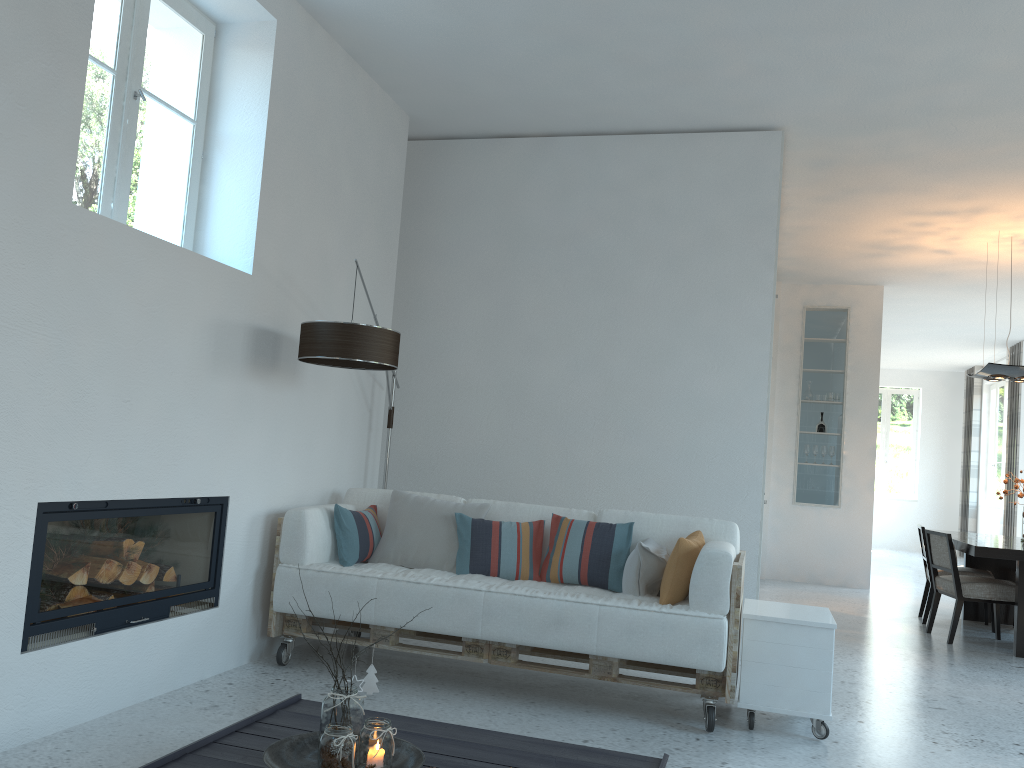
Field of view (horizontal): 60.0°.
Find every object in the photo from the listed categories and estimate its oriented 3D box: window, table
[{"bbox_3d":[7.604,0.905,13.732,0.073,2.007,1.985,3,-5,16],"label":"window"},{"bbox_3d":[3.878,1.585,6.794,1.086,0.735,2.201,3,-5,16],"label":"table"},{"bbox_3d":[1.502,-6.240,4.849,51.770,14.317,51.841,2,-5,27],"label":"window"},{"bbox_3d":[-0.308,1.138,2.266,1.269,0.218,1.259,3,-5,16],"label":"table"},{"bbox_3d":[-1.605,-1.187,3.704,0.072,1.225,1.118,3,-5,16],"label":"window"}]

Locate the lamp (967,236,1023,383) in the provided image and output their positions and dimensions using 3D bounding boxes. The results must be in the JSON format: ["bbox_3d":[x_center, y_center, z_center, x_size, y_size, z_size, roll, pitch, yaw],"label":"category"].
[{"bbox_3d":[4.135,-0.637,7.332,0.530,1.220,0.797,3,-5,16],"label":"lamp"}]

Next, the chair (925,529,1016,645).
[{"bbox_3d":[3.400,1.502,6.532,0.570,0.781,0.480,4,-4,6],"label":"chair"}]

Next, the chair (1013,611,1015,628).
[{"bbox_3d":[4.399,1.627,7.100,0.570,0.781,0.480,3,-5,16],"label":"chair"}]

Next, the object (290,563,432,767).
[{"bbox_3d":[-0.417,0.783,2.484,0.436,0.521,0.309,9,-6,-44],"label":"object"}]

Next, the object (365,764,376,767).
[{"bbox_3d":[-0.374,1.015,2.322,0.039,0.043,0.038,5,-5,-13],"label":"object"}]

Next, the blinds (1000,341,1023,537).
[{"bbox_3d":[7.040,1.046,12.414,0.140,3.228,0.777,3,-4,16],"label":"blinds"}]

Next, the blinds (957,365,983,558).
[{"bbox_3d":[7.796,1.332,15.091,0.140,3.228,0.777,3,-4,16],"label":"blinds"}]

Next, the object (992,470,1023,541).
[{"bbox_3d":[4.172,0.980,7.281,0.317,0.600,0.542,5,-5,-13],"label":"object"}]

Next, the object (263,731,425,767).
[{"bbox_3d":[-0.450,1.016,2.382,0.430,0.038,0.429,8,-6,-34],"label":"object"}]

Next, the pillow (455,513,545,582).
[{"bbox_3d":[-0.064,0.829,4.459,0.478,0.322,0.204,5,-4,-2],"label":"pillow"}]

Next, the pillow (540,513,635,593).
[{"bbox_3d":[0.367,0.834,4.393,0.489,0.349,0.197,3,-4,13],"label":"pillow"}]

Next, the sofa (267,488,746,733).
[{"bbox_3d":[-0.009,1.012,4.350,2.194,0.853,0.872,3,-5,16],"label":"sofa"}]

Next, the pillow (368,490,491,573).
[{"bbox_3d":[-0.425,0.772,4.603,0.595,0.406,0.239,3,-4,12],"label":"pillow"}]

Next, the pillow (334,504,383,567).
[{"bbox_3d":[-0.794,0.776,4.596,0.175,0.317,0.438,2,-5,24],"label":"pillow"}]

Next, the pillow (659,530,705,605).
[{"bbox_3d":[0.796,0.858,4.126,0.200,0.339,0.463,4,-5,10],"label":"pillow"}]

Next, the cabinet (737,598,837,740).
[{"bbox_3d":[1.217,1.257,3.958,0.380,0.486,0.503,3,-5,16],"label":"cabinet"}]

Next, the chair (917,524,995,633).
[{"bbox_3d":[3.654,1.588,7.318,0.570,0.781,0.480,3,-5,21],"label":"chair"}]

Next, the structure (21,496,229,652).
[{"bbox_3d":[-1.775,0.727,3.599,0.734,0.583,1.212,3,-5,12],"label":"structure"}]

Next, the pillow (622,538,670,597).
[{"bbox_3d":[0.649,0.915,4.211,0.237,0.354,0.483,3,-5,12],"label":"pillow"}]

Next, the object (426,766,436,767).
[{"bbox_3d":[-0.203,1.016,2.255,0.083,0.100,0.092,3,-5,21],"label":"object"}]

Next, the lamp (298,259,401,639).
[{"bbox_3d":[-0.802,0.431,4.725,0.470,1.964,1.560,4,-4,2],"label":"lamp"}]
